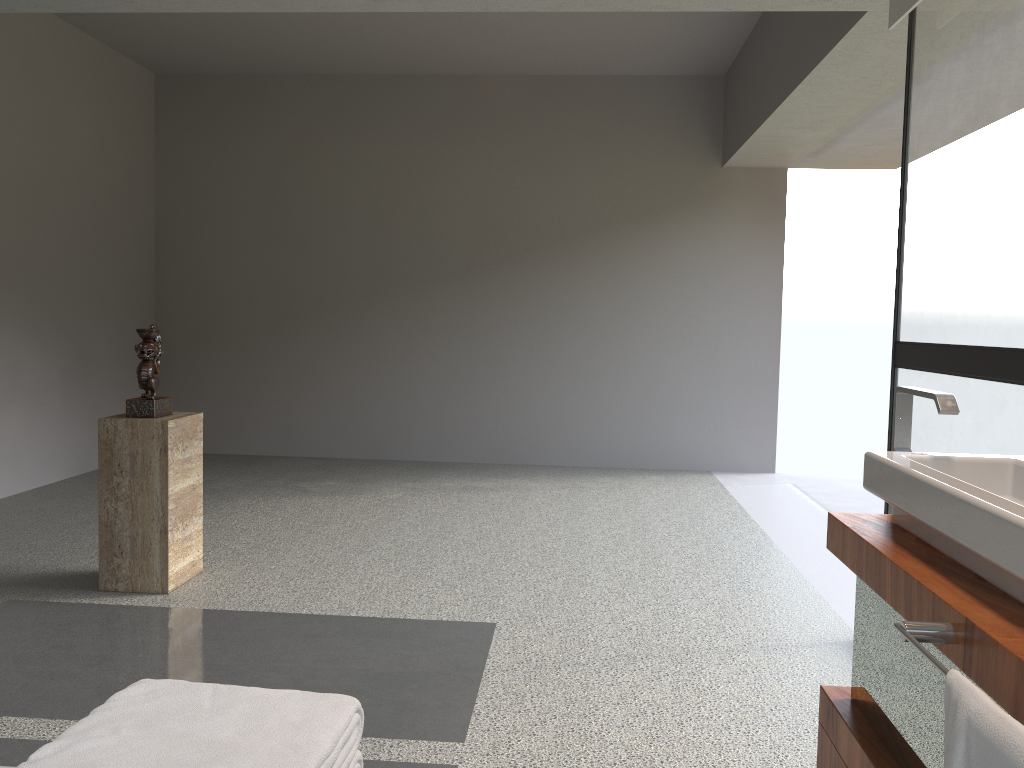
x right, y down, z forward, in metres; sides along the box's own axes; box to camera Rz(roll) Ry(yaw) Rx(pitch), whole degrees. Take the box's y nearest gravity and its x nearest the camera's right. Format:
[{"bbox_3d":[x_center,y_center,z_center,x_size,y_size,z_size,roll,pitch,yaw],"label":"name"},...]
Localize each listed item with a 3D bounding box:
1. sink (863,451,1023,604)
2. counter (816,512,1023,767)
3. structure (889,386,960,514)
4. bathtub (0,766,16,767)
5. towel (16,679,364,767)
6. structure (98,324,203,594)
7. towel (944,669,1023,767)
[{"bbox_3d":[0.923,0.192,1.572,0.352,0.266,0.750,2,4,4],"label":"sink"},{"bbox_3d":[0.823,0.710,1.093,0.524,0.704,1.849,2,4,4],"label":"counter"},{"bbox_3d":[0.915,0.506,2.029,0.069,0.988,0.303,2,4,4],"label":"structure"},{"bbox_3d":[-1.214,0.801,0.595,1.958,0.504,1.328,2,4,4],"label":"bathtub"},{"bbox_3d":[-0.373,0.477,1.051,0.322,0.145,0.305,2,4,7],"label":"towel"},{"bbox_3d":[-1.491,0.289,3.679,0.292,1.073,0.328,2,4,4],"label":"structure"},{"bbox_3d":[0.551,0.562,1.029,0.079,0.368,0.302,2,4,5],"label":"towel"}]
